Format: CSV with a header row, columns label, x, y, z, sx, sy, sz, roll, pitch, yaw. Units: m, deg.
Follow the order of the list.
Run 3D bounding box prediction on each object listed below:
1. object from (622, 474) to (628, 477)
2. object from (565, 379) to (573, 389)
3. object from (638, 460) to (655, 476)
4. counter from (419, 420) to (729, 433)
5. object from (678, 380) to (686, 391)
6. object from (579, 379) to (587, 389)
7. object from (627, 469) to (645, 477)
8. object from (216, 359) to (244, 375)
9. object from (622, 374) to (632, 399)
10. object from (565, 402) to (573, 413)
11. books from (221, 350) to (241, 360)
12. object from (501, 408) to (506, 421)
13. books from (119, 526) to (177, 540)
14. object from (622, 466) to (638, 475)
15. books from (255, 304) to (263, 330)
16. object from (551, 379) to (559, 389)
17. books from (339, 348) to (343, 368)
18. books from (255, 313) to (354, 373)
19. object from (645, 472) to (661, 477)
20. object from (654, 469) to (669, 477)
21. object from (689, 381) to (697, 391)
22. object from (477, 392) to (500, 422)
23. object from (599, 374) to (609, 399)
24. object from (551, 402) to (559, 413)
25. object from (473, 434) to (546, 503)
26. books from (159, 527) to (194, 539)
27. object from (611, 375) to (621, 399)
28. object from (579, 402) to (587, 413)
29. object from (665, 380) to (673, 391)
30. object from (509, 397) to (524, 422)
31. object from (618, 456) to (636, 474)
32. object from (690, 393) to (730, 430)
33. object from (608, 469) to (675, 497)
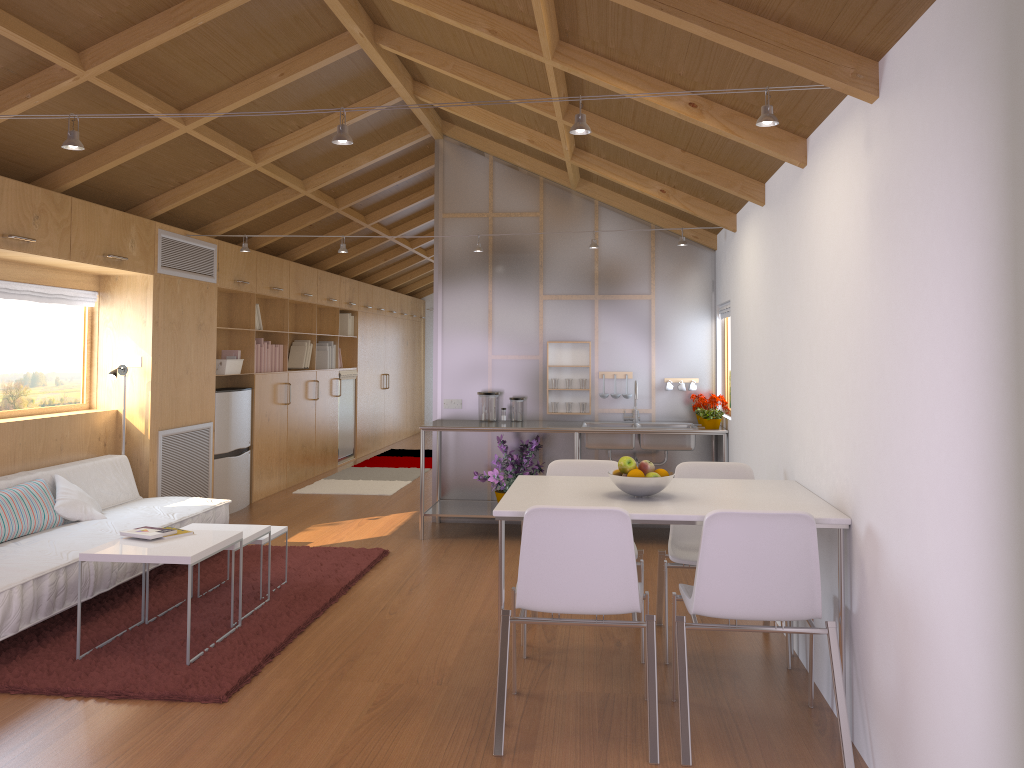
label,x,y,z,sx,sy,sz,roll,pitch,yaw
object,0.460,0.371,3.400,0.080,0.089,0.078,1,-1,-35
object,0.426,-0.001,6.631,0.061,0.077,0.061,1,-1,-20
object,0.514,0.325,3.388,0.063,0.067,0.061,0,-1,44
counter,0.435,0.301,6.342,2.109,0.021,0.649,0,2,6
object,1.261,0.013,6.556,0.059,0.081,0.062,0,-1,13
object,0.530,0.000,6.620,0.061,0.077,0.061,1,-1,-20
object,0.467,0.354,3.330,0.067,0.068,0.067,0,0,-18
object,-2.364,-0.141,7.250,0.203,0.123,0.349,0,1,6
object,0.858,0.018,6.582,0.074,0.183,0.074,-1,-2,38
object,0.426,0.177,6.623,0.061,0.077,0.061,1,-1,-20
books,-2.353,-0.187,7.375,0.150,0.193,0.088,0,-2,6
object,-0.061,0.223,6.523,0.037,0.093,0.037,-1,-2,21
books,-1.643,0.672,3.996,0.193,0.016,0.152,1,2,26
object,0.463,0.343,3.467,0.067,0.068,0.067,0,0,-18
books,-2.319,-0.622,7.791,0.175,0.297,0.279,0,0,6
object,0.323,-0.002,6.642,0.061,0.077,0.061,0,-1,18
books,-2.064,-0.330,10.184,0.175,0.297,0.279,0,0,6
books,-2.159,-0.478,9.227,0.189,0.659,3.105,0,2,6
object,0.533,0.368,3.339,0.070,0.069,0.077,0,0,7
object,0.571,0.359,3.397,0.067,0.066,0.067,0,0,-40
object,1.340,0.012,6.553,0.059,0.080,0.062,0,-1,6
object,-0.174,0.169,6.615,0.172,0.216,0.171,0,-1,20
object,0.688,0.017,6.601,0.074,0.183,0.074,-1,-2,38
object,0.323,0.176,6.634,0.061,0.077,0.061,0,-1,18
object,-0.015,0.624,6.262,0.525,0.554,0.351,0,-1,-3
books,-1.584,0.686,4.059,0.193,0.016,0.152,2,2,36
object,0.773,0.018,6.592,0.074,0.183,0.074,-1,-2,38
object,0.529,0.178,6.612,0.061,0.077,0.061,1,-1,-20
object,1.169,0.011,6.571,0.059,0.080,0.062,0,-1,6
object,0.036,0.191,6.611,0.113,0.177,0.113,0,-1,27
object,0.439,0.310,3.375,0.070,0.069,0.077,0,0,7
object,1.383,0.187,6.229,0.233,0.235,0.687,0,1,7
object,0.495,0.386,3.391,0.255,0.091,0.255,-1,2,-42
